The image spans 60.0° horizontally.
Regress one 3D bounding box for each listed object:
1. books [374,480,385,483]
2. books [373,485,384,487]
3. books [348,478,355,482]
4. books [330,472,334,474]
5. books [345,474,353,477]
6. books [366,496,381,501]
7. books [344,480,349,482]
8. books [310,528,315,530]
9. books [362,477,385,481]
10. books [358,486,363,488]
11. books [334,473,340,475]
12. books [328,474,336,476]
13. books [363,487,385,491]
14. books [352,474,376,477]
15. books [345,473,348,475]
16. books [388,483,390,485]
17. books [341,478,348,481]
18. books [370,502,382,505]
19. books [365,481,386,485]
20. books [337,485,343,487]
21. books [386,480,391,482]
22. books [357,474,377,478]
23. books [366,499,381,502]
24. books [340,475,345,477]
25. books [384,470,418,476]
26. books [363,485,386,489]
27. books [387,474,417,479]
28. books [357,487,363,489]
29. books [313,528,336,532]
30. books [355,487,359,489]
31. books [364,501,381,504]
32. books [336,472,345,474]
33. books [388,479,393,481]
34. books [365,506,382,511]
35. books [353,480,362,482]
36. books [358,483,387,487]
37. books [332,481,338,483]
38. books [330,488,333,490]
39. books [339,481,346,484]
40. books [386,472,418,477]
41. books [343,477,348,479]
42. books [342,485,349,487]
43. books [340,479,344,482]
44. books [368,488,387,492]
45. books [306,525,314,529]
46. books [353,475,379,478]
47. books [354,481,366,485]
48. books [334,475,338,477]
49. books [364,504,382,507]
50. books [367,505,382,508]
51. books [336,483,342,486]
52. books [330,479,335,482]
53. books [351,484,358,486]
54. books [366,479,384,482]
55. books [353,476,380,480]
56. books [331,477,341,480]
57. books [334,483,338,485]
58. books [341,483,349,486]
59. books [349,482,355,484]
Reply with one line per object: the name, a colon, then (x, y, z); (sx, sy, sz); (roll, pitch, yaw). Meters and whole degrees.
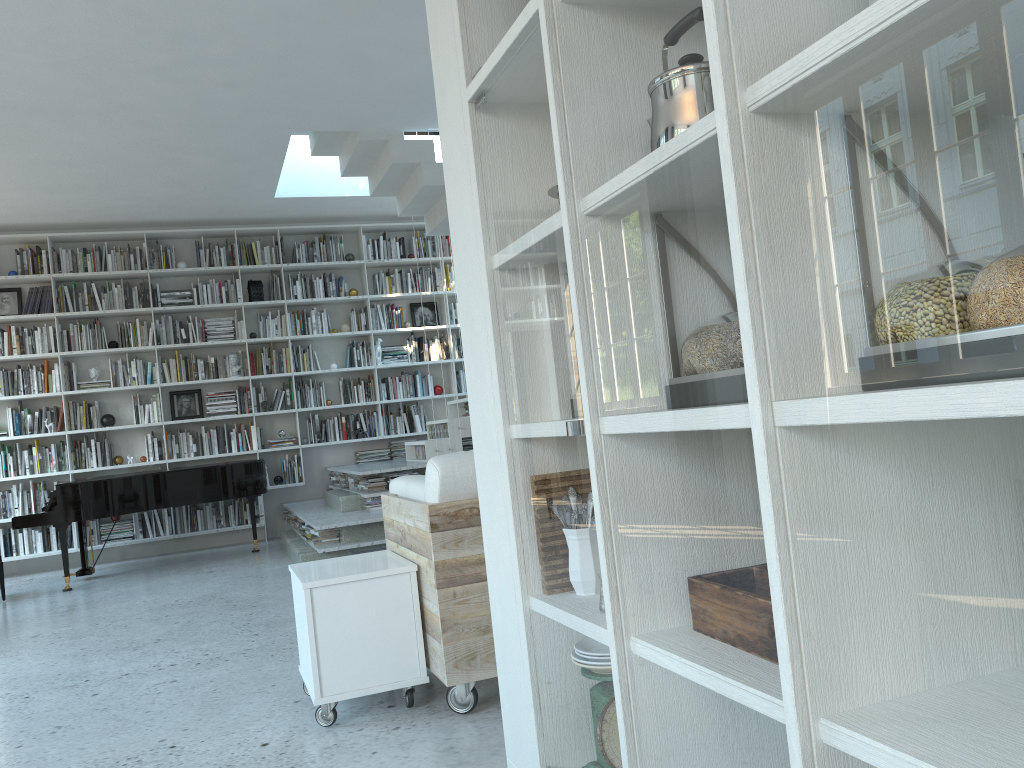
books: (-1.115, 0.806, 7.364); (0.090, 0.011, 0.190); (-5, -2, -21)
books: (-1.136, 0.842, 7.354); (0.134, 0.006, 0.227); (-6, -2, -15)
books: (-1.349, 0.846, 7.898); (0.174, 0.029, 0.250); (-5, -2, -21)
books: (-1.778, 0.907, 9.146); (0.159, 0.011, 0.246); (-5, -2, -22)
books: (-1.366, 0.809, 7.895); (0.192, 0.014, 0.256); (-5, -2, -23)
books: (-1.047, 0.910, 7.145); (0.233, 0.025, 0.157); (-5, -2, -24)
books: (-1.482, 0.898, 8.312); (0.159, 0.018, 0.203); (-5, -2, -21)
books: (-1.405, 1.064, 6.607); (0.176, 0.010, 0.266); (-5, -2, -23)
books: (-1.146, 0.787, 7.354); (0.149, 0.014, 0.228); (-5, -2, -21)
books: (-1.234, 0.863, 7.613); (0.155, 0.028, 0.189); (-5, -2, -18)
books: (-1.681, 0.889, 8.872); (0.163, 0.018, 0.290); (-5, -2, -20)
books: (-1.786, 0.929, 9.142); (0.171, 0.015, 0.253); (-5, -2, -24)
books: (-1.146, 0.867, 7.349); (0.161, 0.014, 0.212); (-6, -2, -15)
books: (-1.268, 0.773, 7.607); (0.189, 0.022, 0.238); (-6, -2, -14)
books: (-1.487, 0.824, 8.315); (0.139, 0.028, 0.262); (-6, -2, -14)
books: (-0.901, 0.813, 7.320); (0.215, 0.013, 0.189); (-5, -2, -20)
books: (-1.492, 0.882, 8.310); (0.179, 0.017, 0.293); (-5, -2, -18)
books: (-1.042, 0.951, 7.141); (0.210, 0.012, 0.168); (-6, -2, -15)
books: (-1.135, 0.819, 7.356); (0.137, 0.012, 0.242); (-5, -2, -18)
books: (-1.580, 0.974, 8.578); (0.183, 0.012, 0.296); (-5, -2, -20)
books: (-0.908, 0.791, 7.333); (0.260, 0.009, 0.153); (-6, -2, -16)
books: (-1.253, 0.786, 7.611); (0.170, 0.008, 0.208); (-6, -2, -16)
books: (-1.049, 0.929, 7.157); (0.257, 0.010, 0.132); (-6, -2, -15)
books: (-1.498, 0.857, 8.309); (0.186, 0.009, 0.261); (-5, -2, -20)
books: (-0.919, 0.738, 7.350); (0.261, 0.016, 0.129); (-5, -2, -20)
books: (-1.142, 0.852, 7.352); (0.152, 0.015, 0.208); (-5, -2, -22)
books: (-0.912, 0.763, 7.338); (0.220, 0.018, 0.154); (-5, -2, -18)
books: (-1.237, 0.882, 7.611); (0.154, 0.007, 0.293); (-6, -2, -16)
books: (-1.398, 1.076, 6.609); (0.164, 0.015, 0.243); (-6, -2, -15)
books: (-1.328, 0.918, 7.901); (0.132, 0.016, 0.262); (-6, -2, -14)
books: (-1.044, 0.939, 7.145); (0.292, 0.012, 0.159); (-6, -2, -16)
books: (-1.592, 0.851, 8.582); (0.164, 0.015, 0.243); (-5, -2, -24)
books: (-0.902, 0.778, 7.313); (0.230, 0.015, 0.190); (-6, -2, -14)
books: (-1.033, 0.986, 7.128); (0.262, 0.023, 0.200); (-5, -2, -21)
books: (-1.252, 0.820, 7.609); (0.187, 0.009, 0.250); (-5, -2, -19)
books: (-1.156, 0.834, 7.348); (0.184, 0.014, 0.297); (-5, -2, -20)
books: (-1.768, 1.000, 9.143); (0.163, 0.017, 0.233); (-6, -2, -17)
books: (-1.806, 1.071, 9.162); (0.152, 0.015, 0.208); (-6, -2, -14)
books: (-1.580, 0.944, 8.580); (0.164, 0.023, 0.242); (-6, -2, -15)
books: (-0.911, 0.749, 7.330); (0.228, 0.009, 0.159); (-5, -2, -23)
books: (-1.491, 0.867, 8.311); (0.161, 0.012, 0.254); (-6, -2, -15)
books: (-1.493, 0.944, 8.306); (0.182, 0.011, 0.253); (-6, -2, -15)
books: (-1.571, 0.923, 8.585); (0.154, 0.018, 0.221); (-5, -2, -20)
books: (-1.130, 0.877, 7.354); (0.144, 0.009, 0.250); (-5, -2, -19)
books: (-1.414, 1.053, 6.605); (0.192, 0.014, 0.256); (-5, -2, -23)
books: (-1.252, 0.794, 7.611); (0.171, 0.007, 0.260); (-5, -2, -21)
books: (-1.246, 0.837, 7.610); (0.177, 0.026, 0.230); (-5, -2, -19)
books: (-1.684, 0.914, 8.869); (0.171, 0.007, 0.206); (-6, -2, -17)
books: (-1.042, 0.965, 7.147); (0.285, 0.008, 0.159); (-5, -2, -21)
books: (-1.041, 0.973, 7.147); (0.264, 0.006, 0.164); (-5, -2, -18)
books: (-1.586, 0.962, 8.577); (0.190, 0.012, 0.235); (-5, -2, -21)
books: (-1.778, 0.984, 9.141); (0.175, 0.017, 0.265); (-6, -2, -16)
books: (-1.339, 0.886, 7.899); (0.167, 0.024, 0.192); (-5, -2, -18)
books: (-1.141, 0.798, 7.355); (0.132, 0.009, 0.269); (-6, -2, -15)
books: (-1.252, 0.804, 7.610); (0.168, 0.013, 0.281); (-5, -2, -22)
books: (-1.692, 0.933, 8.865); (0.189, 0.030, 0.238); (-5, -2, -22)
books: (-1.674, 0.993, 8.867); (0.173, 0.017, 0.233); (-5, -2, -20)
books: (-1.488, 0.931, 8.308); (0.177, 0.014, 0.247); (-5, -2, -21)
books: (-1.352, 0.868, 7.896); (0.177, 0.015, 0.187); (-6, -2, -14)
